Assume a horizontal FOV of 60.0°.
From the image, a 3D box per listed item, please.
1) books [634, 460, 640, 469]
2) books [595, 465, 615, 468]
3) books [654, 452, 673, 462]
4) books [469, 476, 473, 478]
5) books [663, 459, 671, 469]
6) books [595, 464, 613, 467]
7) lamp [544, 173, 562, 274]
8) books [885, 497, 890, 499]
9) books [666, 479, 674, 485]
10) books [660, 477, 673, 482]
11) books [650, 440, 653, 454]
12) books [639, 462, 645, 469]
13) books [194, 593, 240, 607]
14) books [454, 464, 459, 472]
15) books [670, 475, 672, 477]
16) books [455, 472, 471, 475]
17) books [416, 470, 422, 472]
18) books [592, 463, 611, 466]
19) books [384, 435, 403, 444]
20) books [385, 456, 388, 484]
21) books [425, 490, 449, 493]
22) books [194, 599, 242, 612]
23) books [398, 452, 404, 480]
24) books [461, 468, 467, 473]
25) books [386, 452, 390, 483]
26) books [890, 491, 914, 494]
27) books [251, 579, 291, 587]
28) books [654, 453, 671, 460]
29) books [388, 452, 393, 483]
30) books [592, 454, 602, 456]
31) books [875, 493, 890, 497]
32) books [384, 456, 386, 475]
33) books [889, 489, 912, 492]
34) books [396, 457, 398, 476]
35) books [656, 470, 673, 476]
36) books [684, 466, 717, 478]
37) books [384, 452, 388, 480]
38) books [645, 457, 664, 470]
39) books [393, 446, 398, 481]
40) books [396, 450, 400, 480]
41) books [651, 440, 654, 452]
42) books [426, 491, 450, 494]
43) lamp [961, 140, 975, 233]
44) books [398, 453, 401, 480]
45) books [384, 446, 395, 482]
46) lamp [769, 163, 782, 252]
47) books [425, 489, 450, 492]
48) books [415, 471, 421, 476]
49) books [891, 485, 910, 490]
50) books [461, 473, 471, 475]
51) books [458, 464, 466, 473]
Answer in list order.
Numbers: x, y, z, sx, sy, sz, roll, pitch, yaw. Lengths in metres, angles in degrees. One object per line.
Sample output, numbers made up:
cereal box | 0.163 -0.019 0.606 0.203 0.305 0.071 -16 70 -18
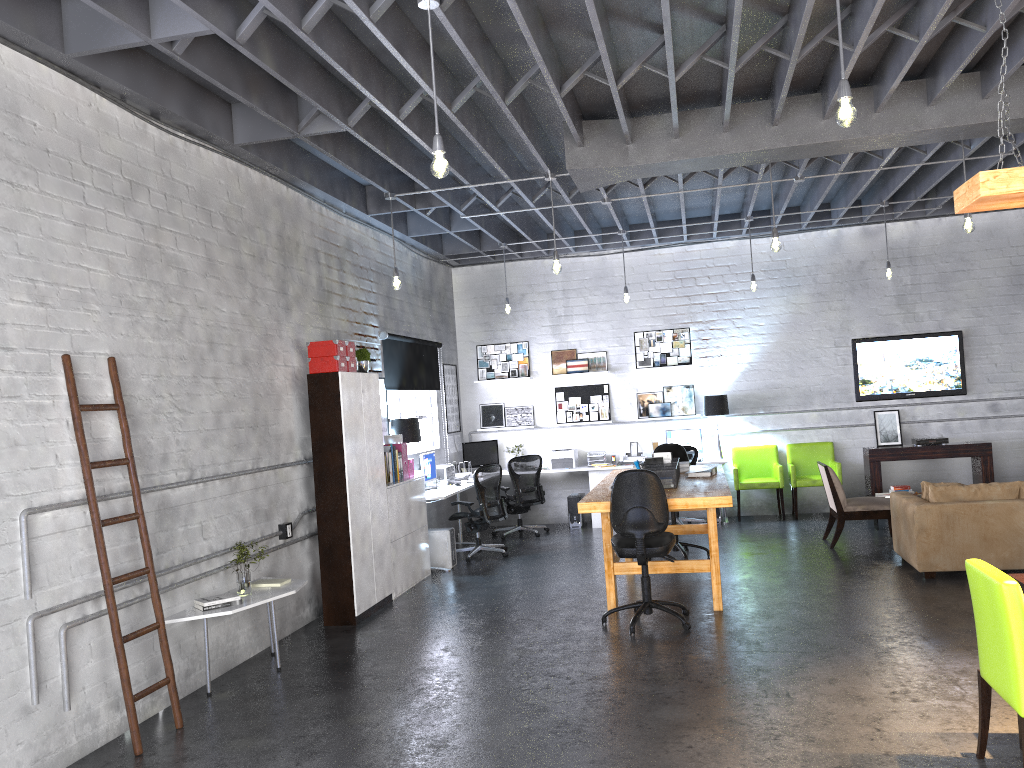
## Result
books | 1.063 0.736 7.261 0.108 0.234 0.166 -4 -1 12
books | 1.214 1.076 11.604 0.211 0.014 0.148 -3 -1 -24
books | 1.414 0.745 8.278 0.171 0.210 0.046 -4 0 12
books | -0.676 1.205 11.391 0.297 0.006 0.210 -4 -1 13
books | 1.321 0.753 7.746 0.143 0.188 0.061 -4 0 12
books | 1.194 1.063 11.596 0.211 0.014 0.148 -4 -1 -13
lamp | 0.366 -1.402 7.789 0.104 0.878 0.104 -4 0 12
books | 4.272 1.300 10.086 0.174 0.045 0.240 -4 -1 1
books | 1.247 0.801 7.235 0.141 0.021 0.203 -4 -1 13
books | 1.241 0.779 7.231 0.127 0.022 0.181 -4 -1 7
books | 1.867 0.891 11.755 0.036 0.296 0.210 -4 -1 12
books | 1.093 0.746 7.240 0.097 0.209 0.157 -4 -1 12
books | -1.886 1.378 5.669 0.234 0.022 0.185 -3 -2 -40
books | -0.714 1.115 11.759 0.052 0.109 0.133 -4 -1 27
books | 1.259 0.782 7.550 0.250 0.022 0.205 -4 -1 17
books | -0.684 1.153 11.396 0.297 0.006 0.210 -4 -1 12
books | -1.069 1.074 9.746 0.177 0.246 0.026 -4 0 12
books | 1.167 1.051 11.598 0.211 0.014 0.148 -5 -1 27
books | -1.182 0.642 8.898 0.192 0.267 0.060 -4 0 12
books | -1.257 0.811 8.346 0.161 0.266 0.027 -4 0 12
books | -0.810 1.161 9.597 0.209 0.012 0.158 -5 -2 35
books | -1.882 1.405 5.679 0.250 0.031 0.185 -3 -2 -36
books | -1.197 0.816 8.785 0.220 0.271 0.082 -4 0 12
books | -0.631 1.148 11.712 0.037 0.076 0.102 -4 -1 27
books | -1.251 0.798 8.413 0.170 0.293 0.057 -4 0 12
books | 4.543 1.265 10.338 0.161 0.026 0.223 -4 -1 -19
books | -1.720 1.413 6.297 0.248 0.021 0.176 -4 -1 11
books | 1.405 0.752 8.248 0.158 0.200 0.082 -4 0 12
books | -1.236 0.802 8.463 0.174 0.286 0.045 -4 0 12
books | 1.141 0.956 11.941 0.134 0.008 0.203 -4 -1 -5
books | 4.266 1.264 10.109 0.223 0.027 0.161 -4 -1 21
books | -1.265 0.811 8.320 0.161 0.266 0.026 -4 0 12
books | 4.531 1.241 10.344 0.208 0.024 0.144 -4 -1 -3
books | -1.197 0.813 8.643 0.161 0.266 0.026 -4 0 12
books | 1.246 0.758 7.548 0.232 0.027 0.185 -4 -1 -16
books | 1.707 0.794 8.011 0.244 0.067 0.298 -4 -1 21
books | -1.261 0.795 8.373 0.159 0.298 0.026 -4 0 12
books | 1.247 0.744 7.731 0.158 0.214 0.063 -4 0 12
books | -1.220 0.777 8.600 0.197 0.339 0.065 -4 0 12
books | -1.189 0.797 8.668 0.159 0.298 0.026 -4 0 12
books | 1.876 0.889 11.757 0.043 0.296 0.210 -4 -1 12
books | -0.806 1.173 9.594 0.213 0.012 0.158 -5 -2 37
lamp | 3.629 -1.645 7.101 0.104 0.878 0.104 -4 0 -34
books | -1.209 0.817 8.726 0.219 0.267 0.060 -4 0 17
books | -1.228 0.773 8.539 0.176 0.346 0.053 -4 0 12
lamp | 2.176 -1.537 7.407 0.104 0.878 0.104 -4 0 12
books | -0.805 1.150 9.600 0.212 0.010 0.170 -5 -2 38
books | -1.074 1.076 9.728 0.172 0.243 0.026 -4 0 12
books | 4.526 1.209 10.336 0.185 0.041 0.129 -4 -1 6
books | -0.685 1.159 11.391 0.297 0.006 0.210 -4 -1 11
books | -0.657 1.118 11.714 0.017 0.121 0.184 -4 -1 27
